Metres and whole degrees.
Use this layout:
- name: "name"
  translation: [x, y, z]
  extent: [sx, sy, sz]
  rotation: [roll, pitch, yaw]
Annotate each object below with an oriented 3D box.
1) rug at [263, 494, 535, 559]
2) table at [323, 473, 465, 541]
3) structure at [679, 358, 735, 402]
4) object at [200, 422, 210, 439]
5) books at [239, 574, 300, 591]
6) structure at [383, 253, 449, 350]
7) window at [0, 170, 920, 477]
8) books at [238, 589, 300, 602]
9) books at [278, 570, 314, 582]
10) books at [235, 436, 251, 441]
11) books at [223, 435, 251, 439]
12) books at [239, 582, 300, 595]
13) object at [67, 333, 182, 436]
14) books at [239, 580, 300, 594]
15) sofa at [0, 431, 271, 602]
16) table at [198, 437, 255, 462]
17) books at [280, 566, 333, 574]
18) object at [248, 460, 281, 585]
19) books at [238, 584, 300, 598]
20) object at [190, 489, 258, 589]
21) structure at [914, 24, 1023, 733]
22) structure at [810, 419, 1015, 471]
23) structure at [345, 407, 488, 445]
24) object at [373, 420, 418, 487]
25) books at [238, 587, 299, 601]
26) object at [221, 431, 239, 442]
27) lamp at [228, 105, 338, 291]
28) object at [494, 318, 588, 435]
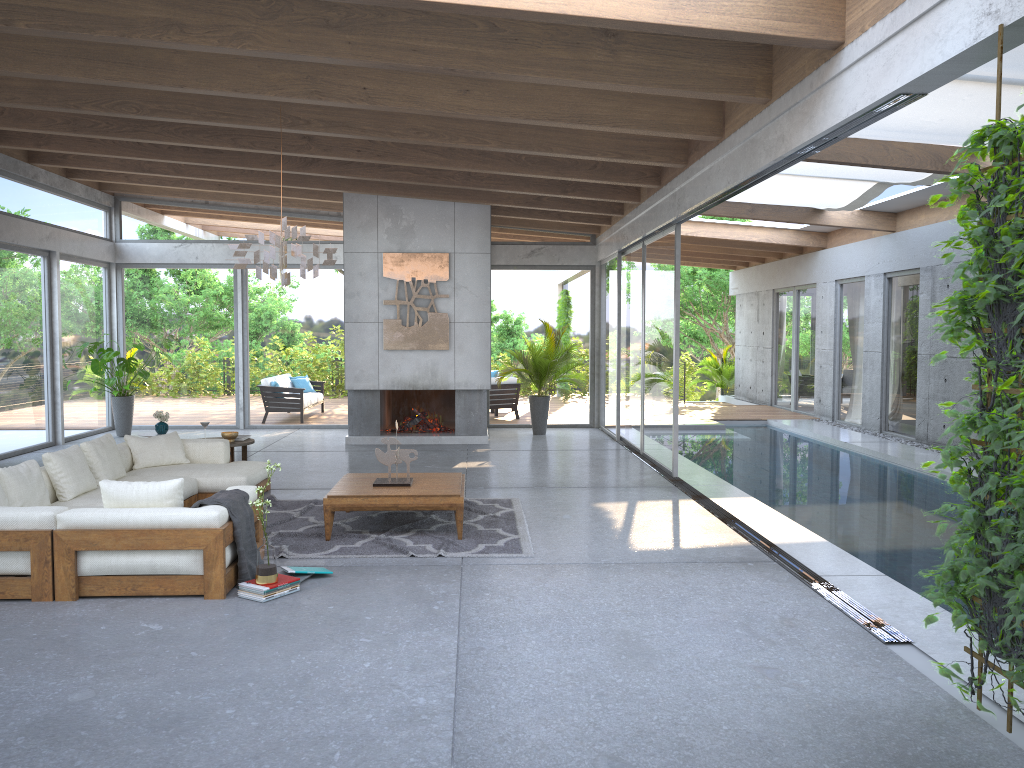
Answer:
- name: "rug"
  translation: [-1.473, 1.121, 7.230]
  extent: [3.186, 0.056, 2.187]
  rotation: [0, 3, -2]
- name: "table"
  translation: [-0.909, 0.978, 7.190]
  extent: [1.048, 0.352, 1.112]
  rotation: [0, 3, -3]
- name: "structure"
  translation: [-5.229, 0.365, 15.295]
  extent: [15.587, 3.022, 31.708]
  rotation: [3, 4, 38]
- name: "object"
  translation: [-3.131, 0.497, 9.049]
  extent: [0.099, 0.212, 0.099]
  rotation: [2, 4, 28]
- name: "books"
  translation: [-1.455, 1.188, 5.322]
  extent: [0.219, 0.012, 0.286]
  rotation: [2, 4, 32]
- name: "structure"
  translation: [-1.334, -1.149, 12.360]
  extent: [0.919, 1.351, 0.041]
  rotation: [0, 3, -3]
- name: "window"
  translation: [-0.996, -0.696, 6.804]
  extent: [14.294, 3.764, 23.280]
  rotation: [0, 3, -3]
- name: "books"
  translation: [-1.456, 1.250, 5.317]
  extent: [0.219, 0.012, 0.286]
  rotation: [2, 4, 32]
- name: "books"
  translation: [-1.403, 1.221, 5.609]
  extent: [0.219, 0.012, 0.286]
  rotation: [1, 3, 12]
- name: "books"
  translation: [-2.923, 0.575, 9.416]
  extent: [0.220, 0.015, 0.303]
  rotation: [0, 3, -3]
- name: "books"
  translation: [-2.915, 0.562, 9.413]
  extent: [0.205, 0.012, 0.290]
  rotation: [0, 3, 3]
- name: "books"
  translation: [-1.455, 1.212, 5.329]
  extent: [0.219, 0.012, 0.286]
  rotation: [2, 4, 32]
- name: "object"
  translation: [-5.915, 0.002, 13.460]
  extent: [1.416, 1.540, 1.731]
  rotation: [1, 3, 17]
- name: "books"
  translation: [-1.453, 1.200, 5.319]
  extent: [0.219, 0.012, 0.286]
  rotation: [2, 4, 32]
- name: "sofa"
  translation: [-2.751, 0.855, 7.011]
  extent: [1.965, 0.777, 3.733]
  rotation: [0, 3, -3]
- name: "table"
  translation: [-3.057, 0.813, 9.249]
  extent: [0.725, 0.441, 0.725]
  rotation: [-3, 4, -41]
- name: "books"
  translation: [-1.324, 1.199, 5.711]
  extent: [0.288, 0.074, 0.219]
  rotation: [-2, 4, -27]
- name: "object"
  translation: [-1.464, 0.811, 5.219]
  extent: [0.171, 0.750, 0.238]
  rotation: [1, 3, 19]
- name: "books"
  translation: [-1.457, 1.225, 5.315]
  extent: [0.219, 0.012, 0.286]
  rotation: [2, 4, 32]
- name: "object"
  translation: [-1.944, 1.047, 5.606]
  extent: [0.857, 0.704, 0.472]
  rotation: [0, 3, -6]
- name: "structure"
  translation: [3.734, -0.186, 6.120]
  extent: [2.739, 2.687, 10.282]
  rotation: [1, 3, 15]
- name: "structure"
  translation: [5.866, 1.041, 9.308]
  extent: [0.477, 0.068, 13.673]
  rotation: [0, 3, -3]
- name: "structure"
  translation: [-1.386, 0.499, 13.578]
  extent: [2.012, 0.595, 2.203]
  rotation: [0, 3, -3]
- name: "object"
  translation: [-0.935, 0.543, 7.188]
  extent: [0.346, 0.518, 0.379]
  rotation: [0, 3, -3]
- name: "books"
  translation: [-1.456, 1.238, 5.310]
  extent: [0.219, 0.012, 0.286]
  rotation: [2, 4, 32]
- name: "object"
  translation: [-2.918, 0.549, 9.173]
  extent: [0.173, 0.097, 0.173]
  rotation: [-1, 4, -23]
- name: "lamp"
  translation: [-1.877, -1.435, 6.909]
  extent: [0.862, 1.400, 0.636]
  rotation: [3, 5, 44]
- name: "object"
  translation: [0.442, -0.129, 13.719]
  extent: [1.484, 1.819, 1.798]
  rotation: [0, 3, 4]
